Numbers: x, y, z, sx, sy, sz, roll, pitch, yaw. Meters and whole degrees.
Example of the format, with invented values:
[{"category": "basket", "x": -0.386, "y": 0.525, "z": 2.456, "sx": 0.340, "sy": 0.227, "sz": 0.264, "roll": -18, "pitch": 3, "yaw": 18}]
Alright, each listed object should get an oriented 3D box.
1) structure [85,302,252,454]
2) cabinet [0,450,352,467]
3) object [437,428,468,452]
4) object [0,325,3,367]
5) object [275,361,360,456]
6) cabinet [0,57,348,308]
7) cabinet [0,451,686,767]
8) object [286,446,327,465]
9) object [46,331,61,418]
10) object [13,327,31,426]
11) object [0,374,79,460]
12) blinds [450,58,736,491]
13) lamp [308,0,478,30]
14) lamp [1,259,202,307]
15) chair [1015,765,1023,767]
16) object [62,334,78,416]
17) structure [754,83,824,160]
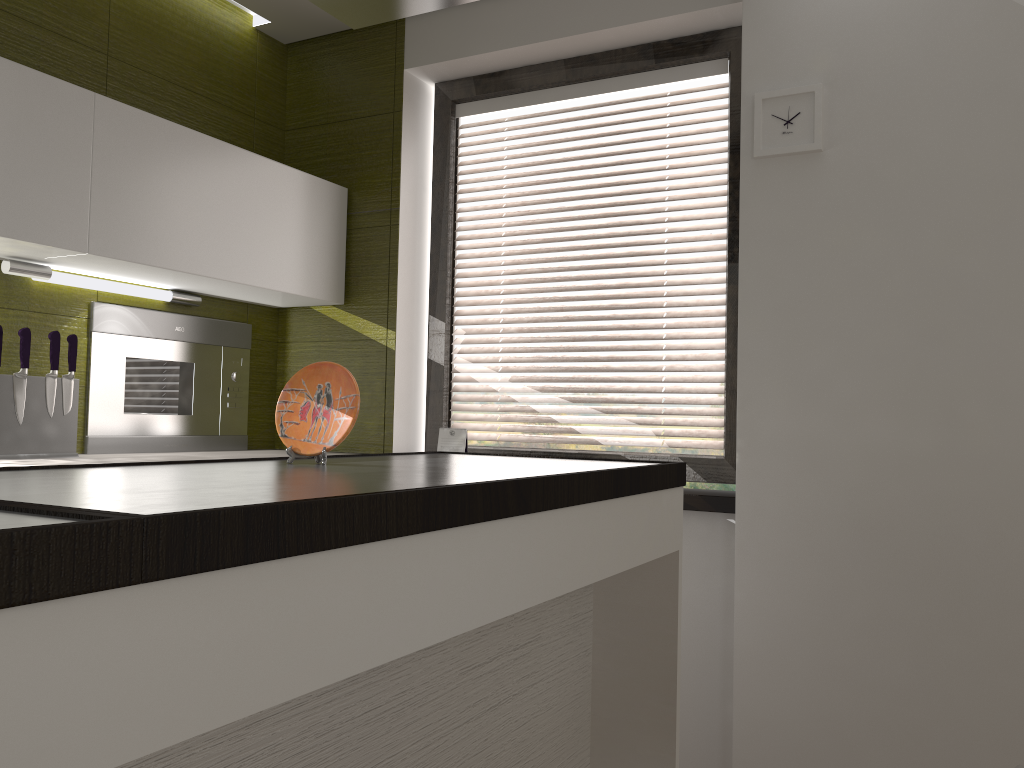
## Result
[{"category": "structure", "x": -1.130, "y": -0.002, "z": 2.993, "sx": 0.015, "sy": 0.469, "sz": 0.663, "roll": 0, "pitch": -3, "yaw": 28}, {"category": "cabinet", "x": -1.429, "y": 0.725, "z": 1.977, "sx": 0.465, "sy": 1.086, "sz": 2.940, "roll": 0, "pitch": -3, "yaw": 28}, {"category": "object", "x": -0.206, "y": 0.238, "z": 3.059, "sx": 0.106, "sy": 0.169, "sz": 0.057, "roll": 0, "pitch": -3, "yaw": 23}, {"category": "object", "x": -1.348, "y": 0.013, "z": 2.292, "sx": 0.013, "sy": 0.339, "sz": 0.046, "roll": 0, "pitch": -3, "yaw": 28}, {"category": "object", "x": -0.364, "y": 0.045, "z": 1.657, "sx": 0.184, "sy": 0.178, "sz": 0.055, "roll": 0, "pitch": -3, "yaw": 24}, {"category": "cabinet", "x": -1.651, "y": 0.211, "z": 1.821, "sx": 0.724, "sy": 2.089, "sz": 3.471, "roll": 0, "pitch": -3, "yaw": 28}, {"category": "cabinet", "x": -0.604, "y": 0.674, "z": 0.848, "sx": 0.663, "sy": 1.134, "sz": 2.947, "roll": 0, "pitch": -3, "yaw": 28}, {"category": "object", "x": -0.364, "y": 0.083, "z": 1.654, "sx": 0.088, "sy": 0.131, "sz": 0.072, "roll": 0, "pitch": -3, "yaw": 23}, {"category": "object", "x": -1.267, "y": -0.027, "z": 2.442, "sx": 0.013, "sy": 0.243, "sz": 0.036, "roll": 0, "pitch": -3, "yaw": 28}, {"category": "object", "x": -1.309, "y": -0.021, "z": 2.364, "sx": 0.013, "sy": 0.264, "sz": 0.042, "roll": 0, "pitch": -3, "yaw": 28}, {"category": "object", "x": -1.334, "y": 0.091, "z": 2.402, "sx": 0.107, "sy": 0.227, "sz": 0.293, "roll": 0, "pitch": -3, "yaw": 28}, {"category": "blinds", "x": -0.857, "y": -2.787, "z": 7.129, "sx": 16.000, "sy": 12.704, "sz": 9.030, "roll": 2, "pitch": -3, "yaw": -22}, {"category": "lamp", "x": -0.557, "y": -1.080, "z": 0.957, "sx": 0.326, "sy": 0.683, "sz": 1.677, "roll": 0, "pitch": -3, "yaw": 28}, {"category": "lamp", "x": -1.229, "y": -0.303, "z": 2.733, "sx": 0.095, "sy": 0.041, "sz": 0.716, "roll": 0, "pitch": -3, "yaw": 28}, {"category": "chair", "x": 0.296, "y": 0.837, "z": 0.931, "sx": 0.460, "sy": 0.857, "sz": 0.418, "roll": 0, "pitch": -3, "yaw": 33}, {"category": "object", "x": -1.243, "y": -0.026, "z": 2.487, "sx": 0.013, "sy": 0.231, "sz": 0.040, "roll": 0, "pitch": -3, "yaw": 28}, {"category": "structure", "x": 0.758, "y": -0.719, "z": 2.433, "sx": 0.180, "sy": 0.180, "sz": 0.026, "roll": 0, "pitch": -3, "yaw": 28}]
